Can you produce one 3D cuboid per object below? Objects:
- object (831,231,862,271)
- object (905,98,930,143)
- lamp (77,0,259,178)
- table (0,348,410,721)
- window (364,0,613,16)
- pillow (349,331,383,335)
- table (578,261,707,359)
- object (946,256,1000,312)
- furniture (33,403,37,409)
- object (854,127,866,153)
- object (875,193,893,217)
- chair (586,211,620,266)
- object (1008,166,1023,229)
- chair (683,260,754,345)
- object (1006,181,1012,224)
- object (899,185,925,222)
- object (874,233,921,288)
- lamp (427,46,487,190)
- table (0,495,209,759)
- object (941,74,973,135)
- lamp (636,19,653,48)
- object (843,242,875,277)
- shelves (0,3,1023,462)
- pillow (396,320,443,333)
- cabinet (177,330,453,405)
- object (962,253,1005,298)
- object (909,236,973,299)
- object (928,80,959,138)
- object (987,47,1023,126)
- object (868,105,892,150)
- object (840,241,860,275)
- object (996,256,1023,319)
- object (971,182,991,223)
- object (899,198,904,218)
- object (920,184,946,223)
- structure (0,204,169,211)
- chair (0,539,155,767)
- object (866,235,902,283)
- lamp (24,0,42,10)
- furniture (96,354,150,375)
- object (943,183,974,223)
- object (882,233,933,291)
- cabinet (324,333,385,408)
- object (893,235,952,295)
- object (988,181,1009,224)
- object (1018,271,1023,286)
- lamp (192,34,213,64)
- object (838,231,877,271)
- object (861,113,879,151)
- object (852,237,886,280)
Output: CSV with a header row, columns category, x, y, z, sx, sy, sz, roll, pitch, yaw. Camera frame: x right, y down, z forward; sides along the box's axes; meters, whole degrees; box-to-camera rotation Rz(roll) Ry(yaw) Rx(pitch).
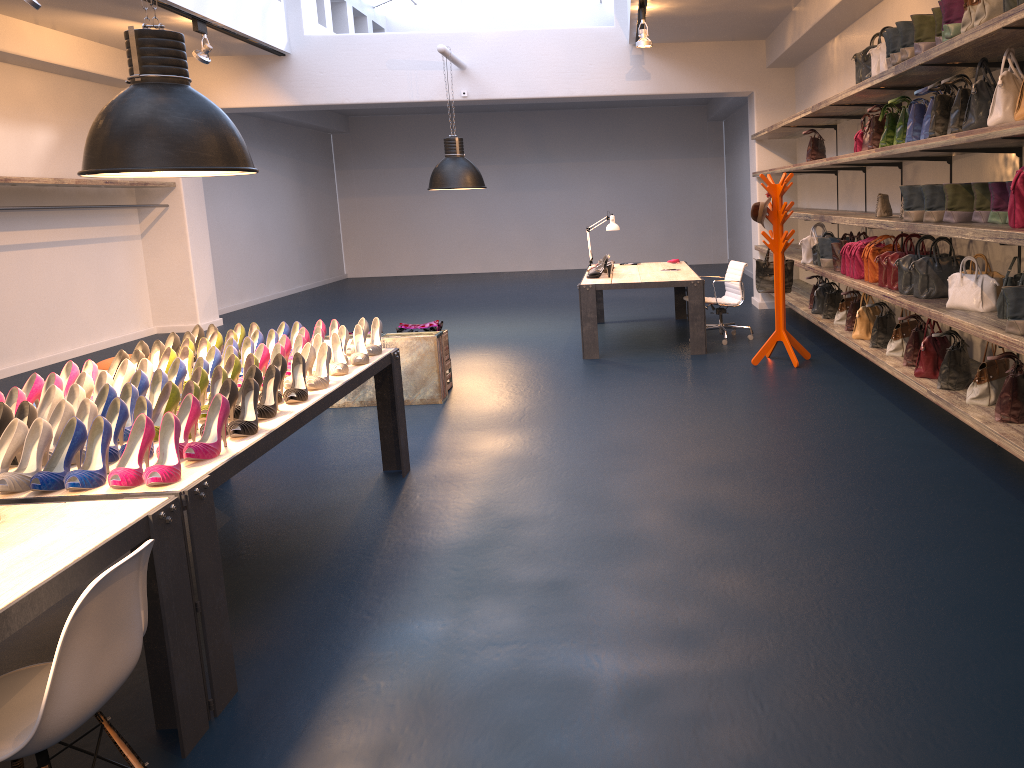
category,x,y,z,sx,sy,sz,roll,pitch,yaw
object,2.944,-1.145,7.490,0.368,0.336,0.223,-1,10,8
object,2.626,-1.684,5.560,0.174,0.302,0.405,3,12,34
lamp,-1.551,-1.724,3.691,0.716,1.632,0.689,-4,9,-5
table,-1.409,0.443,3.875,1.228,0.734,2.578,-1,12,6
window,-1.338,-5.166,6.518,4.294,0.830,19.056,-1,12,7
pillow,-1.247,-0.263,7.073,0.308,0.316,0.465,-2,11,5
table,1.448,-0.898,9.771,1.228,0.734,2.578,-1,12,6
object,2.599,-0.567,4.892,0.166,0.306,0.318,-8,12,-27
furniture,-3.055,0.273,5.730,0.650,0.419,0.654,-2,11,2
object,2.818,-1.928,6.859,0.204,0.241,0.265,3,12,29
object,2.710,-1.305,6.326,0.096,0.174,0.291,3,12,34
chair,1.082,-1.721,10.524,0.513,0.739,0.181,5,12,41
object,2.506,-0.932,4.179,0.204,0.358,0.265,2,11,29
chair,2.200,-0.886,9.362,0.707,0.829,0.664,-6,10,-17
object,2.752,-0.947,4.539,0.438,0.233,0.171,-6,10,-17
object,2.599,-1.126,5.403,0.438,0.230,0.171,-6,10,-17
object,2.794,-0.885,6.209,0.435,0.382,0.190,-4,9,-7
lamp,-0.712,-3.132,10.253,0.753,1.632,0.652,-8,10,-28
table,-1.730,0.984,1.352,1.228,0.734,2.578,-1,12,6
object,2.494,-1.539,4.814,0.199,0.336,0.410,6,14,44
lamp,1.380,-3.625,9.091,0.184,0.372,0.175,-5,9,-8
object,2.837,-1.011,7.011,0.274,0.295,0.233,-9,11,-31
shelves,-1.541,-0.252,3.207,8.593,2.207,17.095,-1,12,6
pillow,-0.763,-0.338,7.182,0.356,0.346,0.442,-2,11,4
cabinet,-1.782,-0.182,7.381,2.694,0.543,0.780,1,11,14
object,2.736,-0.604,5.043,0.166,0.306,0.318,-8,12,-27
object,2.716,-0.740,5.493,0.434,0.382,0.190,-4,9,-6
object,2.530,-1.592,5.061,0.406,0.336,0.201,-9,11,-31
object,2.433,-1.440,4.215,0.178,0.382,0.463,5,13,41
object,2.718,-1.877,6.381,0.407,0.336,0.201,-10,11,-33
object,2.821,-1.038,7.113,0.256,0.298,0.348,3,12,32
object,2.625,-0.508,4.569,0.257,0.326,0.100,-11,12,-40
object,2.772,-1.028,4.922,0.440,0.233,0.170,-6,10,-18
object,2.742,-1.245,6.032,0.098,0.174,0.286,1,11,24
object,2.637,-1.094,5.244,0.446,0.230,0.167,-8,11,-25
structure,-5.011,-1.393,6.979,0.038,0.038,8.852,-1,12,8
chair,-1.101,0.788,2.038,0.545,0.794,0.470,-3,9,2
object,2.798,-0.935,6.502,0.268,0.358,0.202,-10,11,-35
lamp,-3.549,-2.914,6.426,0.262,0.325,0.166,-12,13,-41
furniture,-2.902,0.024,6.750,0.574,0.476,0.592,-2,11,6
object,2.678,-1.057,5.072,0.444,0.233,0.168,-7,11,-23
object,2.768,-0.846,5.992,0.428,0.382,0.193,-3,9,-1
cabinet,-1.247,-0.141,7.094,0.470,0.543,0.564,-2,10,4
object,2.724,-0.786,5.714,0.425,0.382,0.194,-3,9,1
object,2.759,-0.990,4.742,0.444,0.233,0.168,-7,11,-23
object,2.608,-0.473,4.407,0.257,0.326,0.100,-11,12,-40
lamp,-3.218,-3.471,9.021,0.197,0.325,0.221,-12,13,-42
object,2.902,-1.110,7.299,0.344,0.353,0.163,-3,9,0
object,2.758,-1.905,6.587,0.193,0.302,0.368,-4,11,-5
object,2.782,-0.980,6.759,0.229,0.339,0.292,4,12,34
